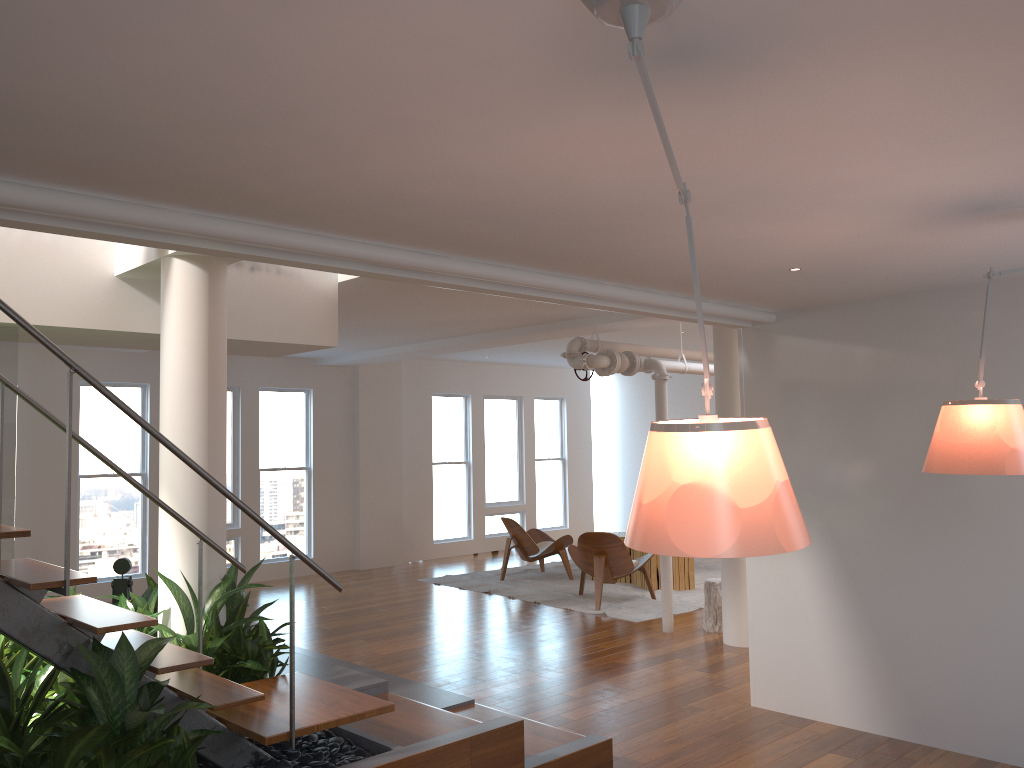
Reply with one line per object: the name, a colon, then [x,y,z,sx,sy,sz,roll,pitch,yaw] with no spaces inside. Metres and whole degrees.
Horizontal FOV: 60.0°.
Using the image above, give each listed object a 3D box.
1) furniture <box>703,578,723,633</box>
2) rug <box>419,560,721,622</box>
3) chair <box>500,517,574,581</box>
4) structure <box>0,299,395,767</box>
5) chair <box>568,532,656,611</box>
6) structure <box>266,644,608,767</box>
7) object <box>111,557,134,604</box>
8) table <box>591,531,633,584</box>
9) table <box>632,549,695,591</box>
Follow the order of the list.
furniture: [1.756,1.858,7.473,0.290,0.418,0.298,-2,-4,9]
rug: [1.323,2.235,10.252,3.478,0.057,3.525,2,-5,-39]
chair: [0.313,1.941,10.585,0.867,0.752,0.856,-1,-4,6]
structure: [-2.979,-0.417,3.023,4.591,4.265,2.552,3,-5,-44]
chair: [0.935,1.816,8.900,0.867,0.752,0.856,2,-5,-39]
structure: [-2.608,1.699,3.492,5.584,0.386,3.088,3,-5,-44]
object: [-2.414,1.362,5.537,0.134,0.565,0.318,-1,-4,-7]
table: [1.265,2.013,10.288,0.548,0.534,0.489,-4,-5,35]
table: [1.645,1.965,9.678,0.489,0.534,0.548,0,-4,-14]
